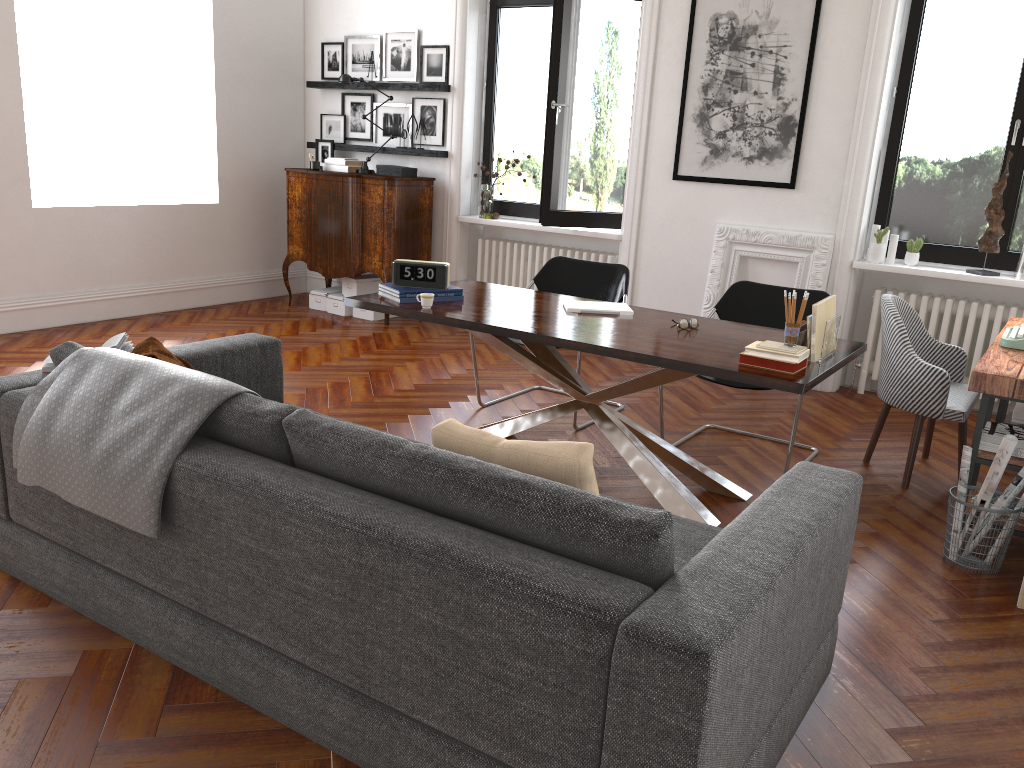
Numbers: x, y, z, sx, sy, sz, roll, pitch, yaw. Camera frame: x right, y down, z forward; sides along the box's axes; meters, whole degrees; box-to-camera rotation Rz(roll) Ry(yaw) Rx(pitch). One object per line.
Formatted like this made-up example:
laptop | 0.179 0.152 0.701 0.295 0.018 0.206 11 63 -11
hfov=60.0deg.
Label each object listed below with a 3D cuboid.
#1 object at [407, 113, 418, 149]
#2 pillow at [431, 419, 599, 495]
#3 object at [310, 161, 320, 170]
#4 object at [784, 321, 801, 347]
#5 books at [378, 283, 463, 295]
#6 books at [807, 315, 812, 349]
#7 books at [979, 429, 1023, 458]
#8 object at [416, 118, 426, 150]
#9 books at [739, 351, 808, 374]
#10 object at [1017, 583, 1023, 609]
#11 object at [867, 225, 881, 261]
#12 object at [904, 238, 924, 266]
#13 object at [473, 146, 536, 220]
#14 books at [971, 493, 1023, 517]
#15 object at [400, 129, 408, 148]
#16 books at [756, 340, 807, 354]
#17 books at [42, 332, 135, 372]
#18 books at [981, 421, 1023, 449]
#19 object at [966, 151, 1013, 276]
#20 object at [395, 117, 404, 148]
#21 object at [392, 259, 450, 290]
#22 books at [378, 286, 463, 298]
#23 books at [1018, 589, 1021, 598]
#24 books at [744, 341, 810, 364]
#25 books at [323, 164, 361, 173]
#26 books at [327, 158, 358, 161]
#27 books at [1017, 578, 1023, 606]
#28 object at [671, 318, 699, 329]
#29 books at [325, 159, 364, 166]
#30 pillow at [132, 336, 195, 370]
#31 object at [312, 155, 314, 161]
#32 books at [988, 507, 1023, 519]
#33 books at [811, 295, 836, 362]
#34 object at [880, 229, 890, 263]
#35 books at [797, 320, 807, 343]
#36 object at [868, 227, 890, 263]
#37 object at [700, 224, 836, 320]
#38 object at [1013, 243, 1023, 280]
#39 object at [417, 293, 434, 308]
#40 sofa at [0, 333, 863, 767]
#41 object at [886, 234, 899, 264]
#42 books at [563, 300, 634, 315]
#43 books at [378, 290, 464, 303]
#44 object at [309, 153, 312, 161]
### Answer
object | -0.845 -2.153 7.544 0.118 0.300 0.040 13 19 31
pillow | 0.028 0.321 2.349 0.485 0.463 0.224 13 18 31
object | -1.690 -1.870 7.603 0.091 0.078 0.091 5 16 5
object | 1.072 -0.191 3.398 0.058 0.091 0.058 9 17 19
books | -0.454 -0.478 4.402 0.344 0.017 0.249 -6 18 -31
books | 1.243 -0.208 3.659 0.040 0.158 0.128 13 18 31
books | 2.117 0.260 3.696 0.308 0.038 0.225 12 17 30
object | -0.773 -2.127 7.536 0.110 0.263 0.040 13 19 31
books | 1.006 -0.092 3.412 0.215 0.040 0.159 14 18 33
object | 2.109 0.673 3.278 0.340 0.318 0.433 13 18 31
object | 2.420 -0.944 5.935 0.051 0.239 0.051 -3 17 -22
object | 2.636 -0.871 5.815 0.099 0.186 0.097 -7 19 -33
object | -0.070 -1.681 7.420 0.541 0.603 0.315 4 16 3
books | 2.138 0.514 3.791 0.267 0.014 0.195 17 20 42
object | -0.919 -2.091 7.565 0.066 0.161 0.040 13 19 31
books | 1.034 -0.142 3.400 0.159 0.008 0.128 13 18 32
books | -1.528 -0.118 3.214 0.278 0.096 0.223 -1 16 -15
books | 2.131 0.226 3.688 0.308 0.038 0.225 13 18 31
object | 2.978 -1.047 5.466 0.143 0.758 0.164 -1 17 -15
object | -0.959 -2.157 7.609 0.123 0.262 0.040 13 19 31
object | -0.448 -0.537 4.351 0.275 0.126 0.081 5 16 6
books | -0.455 -0.462 4.407 0.344 0.017 0.249 -6 18 -31
books | 1.957 0.701 3.200 0.187 0.259 0.054 13 19 32
books | 1.017 -0.124 3.402 0.207 0.029 0.163 12 17 29
books | -1.454 -1.870 7.699 0.294 0.057 0.229 13 18 31
books | -1.460 -1.944 7.665 0.200 0.014 0.178 13 18 31
books | 1.926 0.719 3.171 0.169 0.233 0.012 13 19 31
object | 0.804 -0.285 4.079 0.114 0.047 0.132 2 15 -4
books | -1.447 -1.920 7.688 0.239 0.044 0.254 13 18 31
pillow | -1.215 0.038 3.228 0.330 0.399 0.467 -2 16 -20
object | -1.704 -1.911 7.622 0.045 0.140 0.010 12 18 28
books | 2.137 0.529 3.796 0.267 0.014 0.195 12 17 30
books | 1.270 -0.229 3.612 0.043 0.240 0.309 13 18 31
object | 2.464 -0.916 5.888 0.051 0.214 0.051 -3 17 -22
books | 1.180 -0.187 3.654 0.028 0.125 0.220 13 18 31
object | 2.406 -0.917 5.822 0.102 0.245 0.097 6 16 10
object | 1.727 -0.537 6.182 0.828 1.068 0.233 13 19 31
object | 3.205 -1.135 5.261 0.295 1.060 0.288 15 19 34
object | -0.402 -0.391 4.161 0.064 0.065 0.081 -8 19 -36
sofa | -0.407 0.392 2.857 2.639 0.833 1.257 13 18 31
object | 2.506 -0.887 5.839 0.051 0.189 0.051 -3 17 -22
books | 0.424 -0.376 4.388 0.325 0.026 0.229 3 15 -3
books | -0.456 -0.445 4.427 0.347 0.027 0.263 -6 18 -31
object | -1.722 -1.914 7.604 0.050 0.120 0.010 14 19 33
